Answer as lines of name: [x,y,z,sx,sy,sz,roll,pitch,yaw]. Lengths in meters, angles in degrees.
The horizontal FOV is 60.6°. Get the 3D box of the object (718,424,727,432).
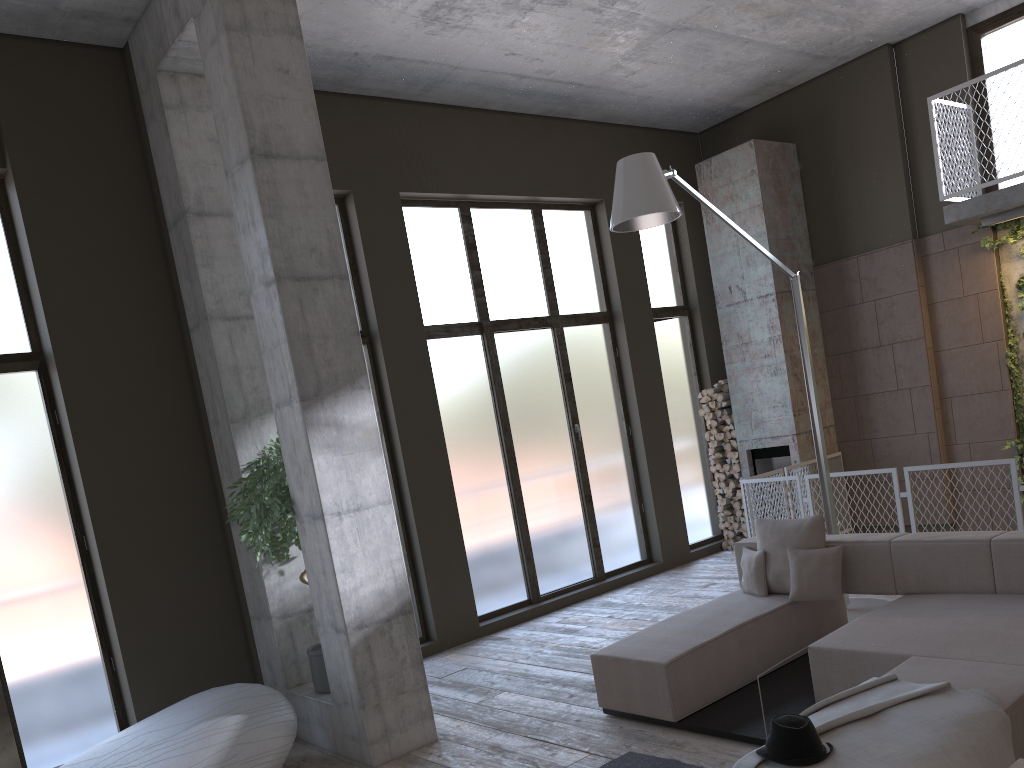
object: [2.672,0.522,10.701,0.357,0.087,0.102,-8,-1,-40]

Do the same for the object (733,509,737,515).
object: [2.870,1.528,10.775,0.357,0.087,0.102,-8,-1,-38]

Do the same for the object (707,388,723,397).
object: [2.485,0.090,10.584,0.287,0.104,0.105,-9,0,-40]

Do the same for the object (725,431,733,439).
object: [2.749,0.590,10.607,0.448,0.090,0.091,-8,0,-40]

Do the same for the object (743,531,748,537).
object: [2.965,1.799,10.690,0.418,0.086,0.067,-8,0,-41]

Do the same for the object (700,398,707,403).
object: [2.470,0.181,10.757,0.358,0.069,0.123,-8,-2,-38]

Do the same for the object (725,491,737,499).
object: [2.785,1.325,10.732,0.428,0.080,0.116,-8,-1,-40]

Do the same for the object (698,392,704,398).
object: [2.433,0.117,10.739,0.417,0.069,0.068,-8,0,-40]

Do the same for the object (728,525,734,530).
object: [2.800,1.741,10.815,0.327,0.057,0.090,-8,-2,-40]

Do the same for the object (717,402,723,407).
object: [2.621,0.227,10.568,0.416,0.067,0.068,-8,0,-40]

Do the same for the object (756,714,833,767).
object: [1.117,1.408,3.498,0.305,0.170,0.293,-11,-1,38]

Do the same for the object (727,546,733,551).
object: [2.828,1.998,10.919,0.416,0.068,0.068,-8,0,-40]

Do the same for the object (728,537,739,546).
object: [2.846,1.914,10.881,0.430,0.094,0.093,-8,0,-40]

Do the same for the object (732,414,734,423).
object: [2.766,0.389,10.504,0.358,0.127,0.064,-9,2,-40]

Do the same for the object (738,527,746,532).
object: [2.922,1.740,10.704,0.358,0.068,0.123,-8,-2,-38]

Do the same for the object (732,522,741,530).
object: [2.870,1.694,10.748,0.448,0.090,0.091,-8,0,-41]

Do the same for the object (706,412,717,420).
object: [2.551,0.360,10.675,0.472,0.084,0.094,-8,-1,-40]

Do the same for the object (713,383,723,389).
object: [2.566,0.016,10.587,0.354,0.074,0.066,-8,0,-41]

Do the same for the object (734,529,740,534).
object: [2.864,1.768,10.787,0.354,0.075,0.065,-8,0,-40]

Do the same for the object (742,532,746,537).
object: [2.964,1.814,10.805,0.287,0.103,0.105,-9,0,-40]

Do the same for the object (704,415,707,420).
object: [2.507,0.381,10.736,0.416,0.068,0.068,-8,0,-40]

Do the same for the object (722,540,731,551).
object: [2.755,1.984,10.944,0.358,0.126,0.064,-9,2,-40]

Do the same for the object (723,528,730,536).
object: [2.760,1.820,10.908,0.288,0.104,0.101,-9,0,-38]

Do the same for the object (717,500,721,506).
object: [2.694,1.431,10.838,0.416,0.068,0.068,-8,0,-40]

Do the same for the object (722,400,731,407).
object: [2.671,0.214,10.505,0.416,0.068,0.067,-8,0,-40]

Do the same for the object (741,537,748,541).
object: [2.970,1.882,10.750,0.428,0.080,0.116,-8,-1,-40]

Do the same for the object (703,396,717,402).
object: [2.501,0.160,10.655,0.428,0.080,0.114,-8,-1,-40]

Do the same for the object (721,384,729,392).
object: [2.655,0.040,10.576,0.290,0.109,0.100,-9,1,-38]

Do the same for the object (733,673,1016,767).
object: [1.302,1.653,3.617,1.582,0.507,1.049,-9,-1,-20]

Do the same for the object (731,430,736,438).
object: [2.798,0.569,10.535,0.430,0.093,0.092,-8,0,-40]

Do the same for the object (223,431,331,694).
object: [-1.451,1.239,6.120,1.007,1.882,0.952,-9,4,17]

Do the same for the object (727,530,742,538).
object: [2.787,1.820,10.808,0.290,0.108,0.099,-9,1,-38]

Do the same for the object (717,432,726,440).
object: [2.682,0.605,10.661,0.472,0.084,0.094,-8,-1,-40]

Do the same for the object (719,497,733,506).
object: [2.738,1.410,10.776,0.472,0.084,0.094,-8,-1,-40]

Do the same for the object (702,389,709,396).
object: [2.492,0.089,10.706,0.448,0.091,0.091,-8,0,-41]

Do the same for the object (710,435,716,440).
object: [2.588,0.637,10.785,0.416,0.068,0.068,-8,0,-40]

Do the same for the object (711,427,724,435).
object: [2.606,0.552,10.747,0.430,0.094,0.093,-8,0,-40]

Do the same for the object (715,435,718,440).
object: [2.638,0.626,10.722,0.416,0.068,0.068,-8,0,-40]

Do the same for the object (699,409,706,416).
object: [2.465,0.325,10.763,0.431,0.093,0.092,-8,0,-40]

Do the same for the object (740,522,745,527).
object: [2.934,1.670,10.711,0.417,0.072,0.068,-8,0,-40]

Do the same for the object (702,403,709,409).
object: [2.482,0.253,10.746,0.419,0.087,0.066,-8,0,-41]

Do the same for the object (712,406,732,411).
object: [2.598,0.275,10.630,0.428,0.080,0.116,-8,-1,-40]

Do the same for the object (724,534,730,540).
object: [2.715,1.874,10.847,0.247,0.073,0.045,-8,1,-40]

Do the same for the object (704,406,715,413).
object: [2.512,0.288,10.689,0.448,0.090,0.092,-8,0,-40]

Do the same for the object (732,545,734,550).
object: [2.879,1.988,10.856,0.416,0.068,0.068,-8,0,-40]

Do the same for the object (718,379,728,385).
object: [2.617,-0.034,10.551,0.327,0.056,0.088,-8,-2,-40]

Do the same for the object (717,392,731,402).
object: [2.627,0.143,10.526,0.431,0.094,0.094,-8,0,-40]

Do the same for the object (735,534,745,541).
object: [2.912,1.884,10.835,0.357,0.087,0.102,-8,-1,-40]
